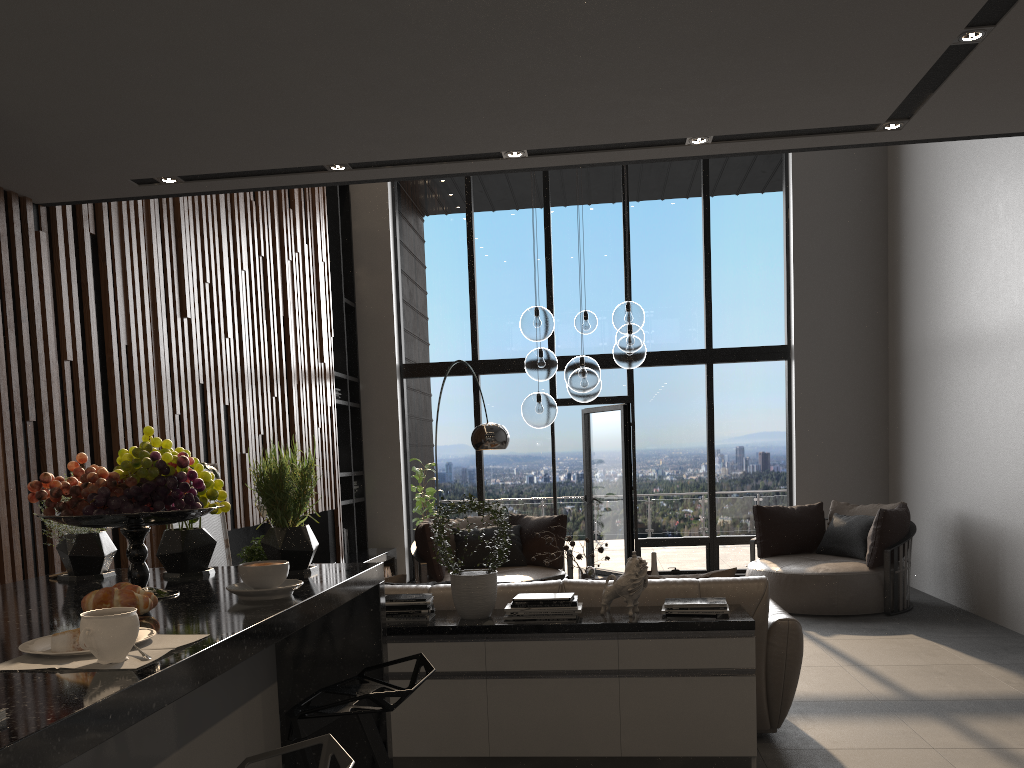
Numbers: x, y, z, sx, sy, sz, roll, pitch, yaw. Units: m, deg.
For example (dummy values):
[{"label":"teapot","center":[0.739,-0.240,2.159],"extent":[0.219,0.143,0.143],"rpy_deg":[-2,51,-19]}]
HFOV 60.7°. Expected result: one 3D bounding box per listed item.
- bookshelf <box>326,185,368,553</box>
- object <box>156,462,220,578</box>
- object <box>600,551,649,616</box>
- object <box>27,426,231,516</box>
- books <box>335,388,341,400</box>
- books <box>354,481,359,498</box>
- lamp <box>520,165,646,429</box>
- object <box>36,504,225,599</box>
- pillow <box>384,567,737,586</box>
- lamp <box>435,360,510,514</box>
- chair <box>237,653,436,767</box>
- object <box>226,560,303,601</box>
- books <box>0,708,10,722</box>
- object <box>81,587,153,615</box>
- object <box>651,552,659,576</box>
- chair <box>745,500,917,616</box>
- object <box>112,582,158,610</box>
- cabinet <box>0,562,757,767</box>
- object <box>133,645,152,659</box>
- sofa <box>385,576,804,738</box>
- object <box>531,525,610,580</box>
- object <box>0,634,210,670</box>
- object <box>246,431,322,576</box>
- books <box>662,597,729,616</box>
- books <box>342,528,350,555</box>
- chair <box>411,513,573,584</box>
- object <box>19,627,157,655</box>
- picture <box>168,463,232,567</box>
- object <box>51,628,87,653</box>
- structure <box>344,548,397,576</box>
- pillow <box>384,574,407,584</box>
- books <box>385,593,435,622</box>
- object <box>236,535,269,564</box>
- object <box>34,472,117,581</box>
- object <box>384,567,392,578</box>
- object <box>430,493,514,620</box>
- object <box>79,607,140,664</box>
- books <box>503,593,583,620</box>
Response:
[{"label":"bookshelf","center":[-1.965,-0.863,8.975],"extent":[0.338,5.361,1.443],"rpy_deg":[-2,4,6]},{"label":"object","center":[-0.831,0.333,2.246],"extent":[0.179,0.315,0.171],"rpy_deg":[-1,2,17]},{"label":"object","center":[0.505,0.894,3.931],"extent":[0.207,0.292,0.134],"rpy_deg":[-2,3,25]},{"label":"object","center":[-0.818,0.196,1.855],"extent":[0.347,0.216,0.318],"rpy_deg":[-2,-2,3]},{"label":"books","center":[-1.917,0.112,9.069],"extent":[0.219,0.129,0.322],"rpy_deg":[-2,-4,5]},{"label":"books","center":[-1.839,1.163,9.604],"extent":[0.218,0.191,0.373],"rpy_deg":[-2,-3,6]},{"label":"lamp","center":[0.418,-2.207,5.834],"extent":[1.232,5.040,1.217],"rpy_deg":[-2,4,3]},{"label":"object","center":[-0.803,0.363,1.875],"extent":[0.366,0.189,0.368],"rpy_deg":[0,-3,-30]},{"label":"pillow","center":[0.178,1.215,4.636],"extent":[1.941,0.504,0.540],"rpy_deg":[-3,-1,5]},{"label":"lamp","center":[-0.422,0.952,8.061],"extent":[0.319,2.351,2.029],"rpy_deg":[-4,1,-18]},{"label":"chair","center":[-0.431,0.937,1.277],"extent":[0.434,0.740,1.725],"rpy_deg":[-2,-3,6]},{"label":"object","center":[-0.512,0.406,1.813],"extent":[0.155,0.071,0.155],"rpy_deg":[-1,-4,-26]},{"label":"books","center":[-0.726,0.352,0.906],"extent":[0.323,0.038,0.172],"rpy_deg":[-3,-4,5]},{"label":"object","center":[-0.730,0.398,1.593],"extent":[0.131,0.060,0.069],"rpy_deg":[-2,-1,6]},{"label":"object","center":[0.879,1.337,5.922],"extent":[0.316,0.401,0.317],"rpy_deg":[-2,1,25]},{"label":"chair","center":[2.854,1.532,7.890],"extent":[1.446,0.905,1.476],"rpy_deg":[-3,-2,23]},{"label":"object","center":[-0.710,0.402,1.643],"extent":[0.074,0.059,0.060],"rpy_deg":[-3,-1,27]},{"label":"cabinet","center":[-1.094,-0.069,1.126],"extent":[3.622,3.261,6.189],"rpy_deg":[-2,-3,6]},{"label":"object","center":[-0.556,0.381,1.281],"extent":[0.027,0.027,0.130],"rpy_deg":[-2,-4,-35]},{"label":"sofa","center":[-0.141,1.453,5.168],"extent":[3.245,0.824,1.873],"rpy_deg":[-3,-3,6]},{"label":"object","center":[0.389,1.272,6.115],"extent":[0.540,0.608,0.316],"rpy_deg":[-2,2,-23]},{"label":"object","center":[-0.610,0.399,1.311],"extent":[0.228,0.003,0.228],"rpy_deg":[-3,-5,6]},{"label":"object","center":[-0.575,0.291,2.195],"extent":[0.185,0.372,0.196],"rpy_deg":[-4,3,-39]},{"label":"books","center":[0.816,0.993,3.901],"extent":[0.294,0.055,0.183],"rpy_deg":[-3,-4,10]},{"label":"books","center":[-1.854,1.671,9.247],"extent":[0.174,0.289,0.331],"rpy_deg":[-2,-1,6]},{"label":"chair","center":[-0.187,1.650,7.940],"extent":[1.484,0.905,1.438],"rpy_deg":[-4,-3,33]},{"label":"object","center":[-0.651,0.399,1.350],"extent":[0.192,0.012,0.191],"rpy_deg":[-6,-6,38]},{"label":"picture","center":[-1.887,0.984,5.320],"extent":[0.101,1.006,0.724],"rpy_deg":[-2,1,6]},{"label":"object","center":[-0.660,0.384,1.351],"extent":[0.074,0.043,0.128],"rpy_deg":[-2,-4,-2]},{"label":"structure","center":[-1.963,1.830,6.673],"extent":[0.667,0.460,6.521],"rpy_deg":[-2,-5,6]},{"label":"pillow","center":[-1.190,1.294,4.887],"extent":[1.387,0.551,0.758],"rpy_deg":[-5,-3,36]},{"label":"books","center":[-0.507,1.031,4.027],"extent":[0.325,0.100,0.204],"rpy_deg":[-3,-3,6]},{"label":"object","center":[-1.130,0.905,4.086],"extent":[0.270,0.411,0.309],"rpy_deg":[-3,2,-34]},{"label":"object","center":[-1.112,0.358,2.251],"extent":[0.221,0.286,0.209],"rpy_deg":[-2,1,19]},{"label":"object","center":[-1.665,1.982,7.840],"extent":[0.436,0.391,4.031],"rpy_deg":[-2,-5,7]},{"label":"object","center":[-0.177,0.780,3.985],"extent":[0.384,0.581,0.214],"rpy_deg":[-3,3,-13]},{"label":"object","center":[-0.569,0.356,1.234],"extent":[0.083,0.071,0.077],"rpy_deg":[-2,-1,-35]},{"label":"books","center":[0.143,1.006,3.954],"extent":[0.348,0.101,0.193],"rpy_deg":[-3,-3,6]}]
